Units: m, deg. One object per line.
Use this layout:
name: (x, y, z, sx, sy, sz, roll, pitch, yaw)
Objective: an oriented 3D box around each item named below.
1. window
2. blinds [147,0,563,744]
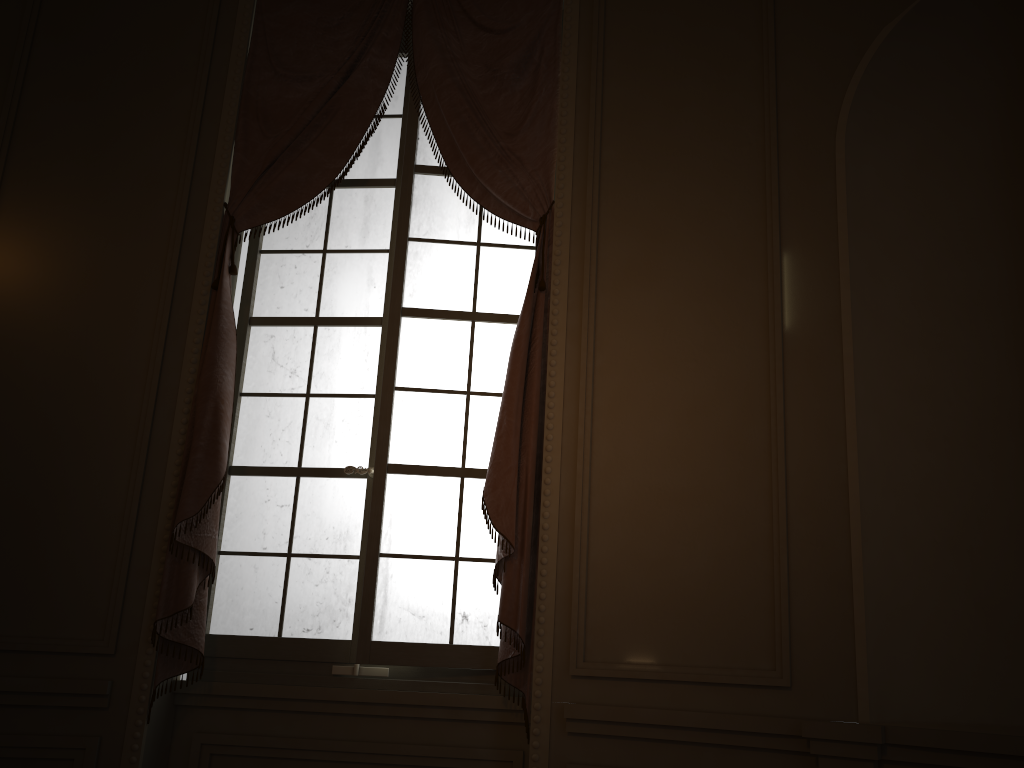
window: (-0.475, -0.273, 3.505, 1.302, 2.809, 0.155, 1, -15, 7)
blinds: (-0.503, -0.277, 3.268, 1.326, 2.948, 0.290, 2, -15, 6)
